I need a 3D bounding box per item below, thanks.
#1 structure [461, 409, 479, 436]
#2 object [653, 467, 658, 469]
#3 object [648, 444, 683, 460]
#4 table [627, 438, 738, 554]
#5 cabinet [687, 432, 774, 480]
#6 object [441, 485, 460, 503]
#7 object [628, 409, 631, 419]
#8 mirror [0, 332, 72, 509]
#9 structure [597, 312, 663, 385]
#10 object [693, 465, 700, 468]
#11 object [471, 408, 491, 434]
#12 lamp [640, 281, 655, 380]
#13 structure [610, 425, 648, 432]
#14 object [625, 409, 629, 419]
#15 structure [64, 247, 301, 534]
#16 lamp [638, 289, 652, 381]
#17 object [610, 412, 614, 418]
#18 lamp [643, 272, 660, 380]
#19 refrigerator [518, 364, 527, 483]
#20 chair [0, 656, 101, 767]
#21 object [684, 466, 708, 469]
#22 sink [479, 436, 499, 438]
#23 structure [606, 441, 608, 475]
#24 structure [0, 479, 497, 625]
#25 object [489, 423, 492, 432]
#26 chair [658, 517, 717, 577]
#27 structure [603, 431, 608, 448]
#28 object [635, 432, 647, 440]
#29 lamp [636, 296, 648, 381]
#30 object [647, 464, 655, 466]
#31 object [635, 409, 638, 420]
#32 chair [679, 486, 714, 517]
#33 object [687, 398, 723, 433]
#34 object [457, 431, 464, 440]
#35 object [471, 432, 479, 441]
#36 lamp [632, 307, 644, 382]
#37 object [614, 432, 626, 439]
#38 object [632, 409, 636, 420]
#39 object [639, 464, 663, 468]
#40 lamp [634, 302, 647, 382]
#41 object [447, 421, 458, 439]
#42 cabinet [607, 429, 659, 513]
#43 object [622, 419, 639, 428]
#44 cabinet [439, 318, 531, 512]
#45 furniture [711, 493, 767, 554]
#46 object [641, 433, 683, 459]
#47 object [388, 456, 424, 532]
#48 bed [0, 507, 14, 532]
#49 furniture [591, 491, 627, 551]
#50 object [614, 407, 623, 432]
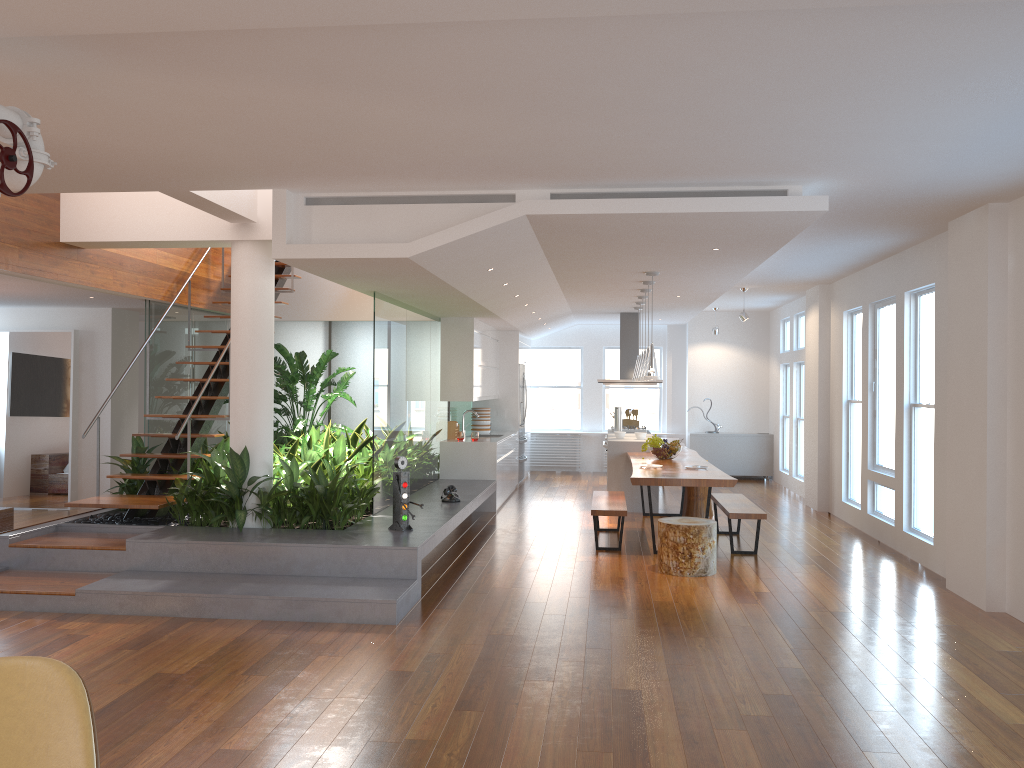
[{"bbox_3d":[-0.546,0.602,11.659,0.248,0.536,0.115,0,0,6],"label":"structure"},{"bbox_3d":[1.298,0.790,8.335,0.149,0.014,0.044,0,0,5],"label":"object"},{"bbox_3d":[1.627,0.728,9.415,0.360,0.159,0.360,0,0,-30],"label":"object"},{"bbox_3d":[1.759,1.154,10.422,0.893,0.704,5.996,0,0,6],"label":"table"},{"bbox_3d":[3.511,1.156,14.305,1.309,0.725,0.420,0,0,6],"label":"cabinet"},{"bbox_3d":[-0.595,1.037,8.408,0.216,0.155,0.181,0,0,-29],"label":"object"},{"bbox_3d":[1.747,0.521,13.192,0.057,0.299,0.019,0,0,6],"label":"object"},{"bbox_3d":[-5.749,0.414,10.331,1.267,2.044,0.049,0,0,6],"label":"mirror"},{"bbox_3d":[1.688,-0.688,12.736,0.909,1.405,0.900,0,0,6],"label":"structure"},{"bbox_3d":[1.741,0.784,8.375,0.070,0.030,0.079,1,0,-41],"label":"object"},{"bbox_3d":[-0.429,0.508,12.204,0.267,0.356,0.266,0,0,32],"label":"object"},{"bbox_3d":[1.367,-0.566,8.883,0.160,1.060,0.160,0,0,33],"label":"lamp"},{"bbox_3d":[1.679,0.643,12.761,0.520,0.073,0.650,0,0,6],"label":"structure"},{"bbox_3d":[1.715,0.521,13.215,0.061,0.299,0.040,0,0,4],"label":"object"},{"bbox_3d":[-2.067,-0.789,9.060,2.552,4.265,4.591,0,0,6],"label":"structure"},{"bbox_3d":[1.444,-0.564,9.602,0.160,1.060,0.160,0,0,33],"label":"lamp"},{"bbox_3d":[1.560,0.536,13.230,0.199,0.259,0.016,0,0,17],"label":"object"},{"bbox_3d":[1.290,-0.568,8.164,0.160,1.060,0.160,0,0,33],"label":"lamp"},{"bbox_3d":[-0.134,0.588,13.372,0.725,1.772,0.908,0,0,6],"label":"refrigerator"},{"bbox_3d":[-1.165,1.108,1.958,0.856,0.752,0.867,0,0,11],"label":"chair"},{"bbox_3d":[1.741,0.790,8.375,0.222,0.020,0.222,0,0,-2],"label":"object"},{"bbox_3d":[-0.357,0.800,11.609,0.449,0.192,0.666,0,0,6],"label":"sink"},{"bbox_3d":[1.236,1.019,11.376,0.072,0.648,0.644,0,0,6],"label":"structure"},{"bbox_3d":[-1.943,1.297,8.375,3.088,0.386,5.584,0,0,6],"label":"structure"},{"bbox_3d":[-0.423,0.592,12.591,0.284,0.196,0.265,1,0,-42],"label":"object"},{"bbox_3d":[1.400,1.296,7.097,0.460,0.400,0.460,0,0,16],"label":"chair"},{"bbox_3d":[1.632,1.068,12.753,0.649,0.735,0.890,0,0,6],"label":"structure"},{"bbox_3d":[1.563,0.633,10.763,0.152,0.082,0.152,0,0,-33],"label":"object"},{"bbox_3d":[1.521,-0.562,10.321,0.160,1.060,0.160,0,0,33],"label":"lamp"},{"bbox_3d":[1.327,0.781,8.467,0.070,0.030,0.079,0,0,-31],"label":"object"},{"bbox_3d":[1.850,0.522,13.202,0.057,0.294,0.030,0,0,6],"label":"object"},{"bbox_3d":[2.138,1.286,10.252,0.396,0.455,0.402,0,0,-4],"label":"chair"},{"bbox_3d":[3.129,0.509,14.303,0.590,0.563,0.210,0,0,-23],"label":"object"},{"bbox_3d":[-0.618,0.624,10.645,0.094,0.106,0.094,0,0,12],"label":"object"},{"bbox_3d":[-0.442,0.625,10.579,0.094,0.106,0.094,0,0,12],"label":"object"},{"bbox_3d":[1.675,-0.559,11.758,0.160,1.060,0.160,0,0,33],"label":"lamp"},{"bbox_3d":[1.328,0.631,10.913,0.152,0.082,0.152,1,0,-45],"label":"object"},{"bbox_3d":[1.811,0.522,13.188,0.068,0.298,0.039,0,0,6],"label":"object"},{"bbox_3d":[1.327,0.787,8.467,0.222,0.020,0.222,1,0,-43],"label":"object"},{"bbox_3d":[1.598,-0.561,11.039,0.160,1.060,0.160,0,0,33],"label":"lamp"},{"bbox_3d":[-0.729,0.569,10.930,0.104,0.222,0.200,0,0,6],"label":"object"},{"bbox_3d":[1.576,1.091,11.846,0.597,0.832,2.936,0,0,6],"label":"cabinet"},{"bbox_3d":[1.713,0.600,13.206,0.353,0.157,0.084,0,0,6],"label":"object"},{"bbox_3d":[-0.266,0.370,12.640,0.676,2.280,4.565,0,0,6],"label":"cabinet"},{"bbox_3d":[2.113,1.313,8.367,0.316,0.389,1.433,0,0,6],"label":"furniture"},{"bbox_3d":[1.604,0.665,9.432,0.394,0.284,0.292,0,0,-30],"label":"object"},{"bbox_3d":[-0.792,0.831,6.703,0.318,0.565,0.134,0,0,42],"label":"object"},{"bbox_3d":[-5.984,1.147,7.425,2.314,0.595,2.207,0,0,6],"label":"bed"},{"bbox_3d":[0.927,1.304,8.494,0.316,0.389,1.433,0,0,6],"label":"furniture"},{"bbox_3d":[1.489,0.498,12.321,0.172,0.356,0.120,1,0,-36],"label":"object"}]
